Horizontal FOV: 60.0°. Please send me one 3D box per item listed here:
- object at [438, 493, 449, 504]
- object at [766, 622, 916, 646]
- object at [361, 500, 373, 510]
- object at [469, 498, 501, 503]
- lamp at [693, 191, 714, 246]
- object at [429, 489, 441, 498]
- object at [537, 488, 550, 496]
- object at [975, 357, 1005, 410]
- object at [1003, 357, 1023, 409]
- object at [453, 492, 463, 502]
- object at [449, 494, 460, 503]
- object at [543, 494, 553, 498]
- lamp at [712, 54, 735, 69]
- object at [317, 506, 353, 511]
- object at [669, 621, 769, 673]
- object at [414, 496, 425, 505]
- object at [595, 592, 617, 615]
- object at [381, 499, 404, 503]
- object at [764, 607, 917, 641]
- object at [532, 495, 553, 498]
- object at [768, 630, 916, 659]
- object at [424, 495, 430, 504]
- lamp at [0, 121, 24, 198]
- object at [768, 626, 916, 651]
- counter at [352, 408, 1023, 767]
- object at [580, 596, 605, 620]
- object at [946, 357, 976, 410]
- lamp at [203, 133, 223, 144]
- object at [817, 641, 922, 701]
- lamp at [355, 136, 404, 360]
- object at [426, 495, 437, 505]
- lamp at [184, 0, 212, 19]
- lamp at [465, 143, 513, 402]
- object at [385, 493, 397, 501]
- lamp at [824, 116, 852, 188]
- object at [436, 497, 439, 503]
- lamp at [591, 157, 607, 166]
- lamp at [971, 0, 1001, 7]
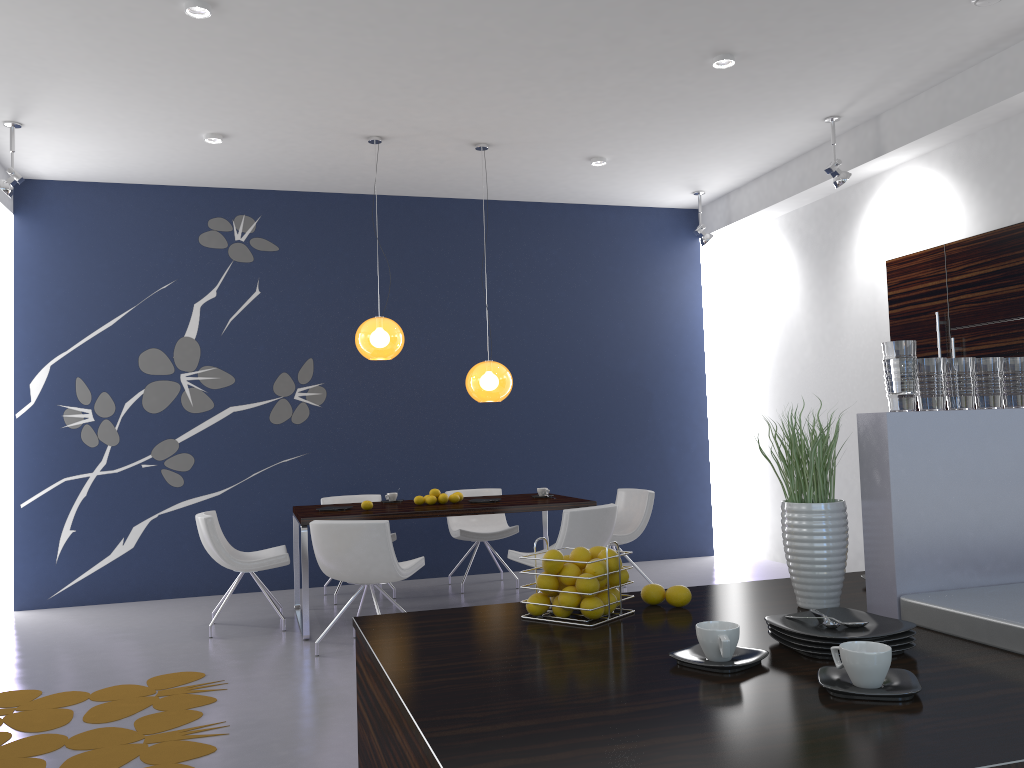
[{"bbox_3d":[-0.502,0.840,6.491,0.076,0.080,0.094,-1,-3,-15],"label":"object"},{"bbox_3d":[0.626,0.474,1.698,0.232,0.020,0.232,-1,-3,-13],"label":"object"},{"bbox_3d":[-1.006,0.844,6.163,0.083,0.068,0.070,-1,-3,-13],"label":"object"},{"bbox_3d":[-0.203,0.866,6.565,0.232,0.020,0.232,-3,-3,12],"label":"object"},{"bbox_3d":[1.806,-1.558,8.389,0.185,0.511,0.150,-1,-3,-17],"label":"lamp"},{"bbox_3d":[-0.565,0.803,6.513,0.083,0.068,0.070,-1,-3,-13],"label":"object"},{"bbox_3d":[0.244,0.834,6.827,0.101,0.064,0.081,-2,-3,9],"label":"object"},{"bbox_3d":[1.108,0.000,2.063,0.072,0.119,0.071,-3,-3,23],"label":"object"},{"bbox_3d":[1.185,-0.002,2.086,0.071,0.119,0.072,-4,-4,33],"label":"object"},{"bbox_3d":[-0.409,0.846,6.634,0.079,0.077,0.094,1,-4,-43],"label":"object"},{"bbox_3d":[-0.427,0.846,6.551,0.083,0.068,0.070,-1,-3,-13],"label":"object"},{"bbox_3d":[0.286,0.851,6.727,0.032,0.028,0.155,0,-4,-36],"label":"object"},{"bbox_3d":[1.280,-1.950,5.360,0.132,0.035,0.132,-3,-4,26],"label":"lamp"},{"bbox_3d":[-1.256,0.885,6.284,0.232,0.020,0.232,-3,-3,12],"label":"object"},{"bbox_3d":[0.375,0.473,1.612,0.153,0.069,0.153,1,-4,-43],"label":"object"},{"bbox_3d":[-0.676,0.851,6.481,0.083,0.068,0.070,-1,-3,-13],"label":"object"},{"bbox_3d":[0.211,0.503,2.033,0.061,0.053,0.053,-3,-4,26],"label":"object"},{"bbox_3d":[-0.921,0.904,6.832,0.154,0.020,0.154,-4,-4,28],"label":"object"},{"bbox_3d":[0.809,0.393,1.675,0.646,0.147,0.269,-2,-3,8],"label":"object"},{"bbox_3d":[0.235,0.866,6.827,0.154,0.020,0.154,-4,-4,29],"label":"object"},{"bbox_3d":[0.626,0.494,1.697,0.232,0.020,0.232,-1,-3,-8],"label":"object"},{"bbox_3d":[-0.613,0.852,6.544,0.083,0.068,0.070,-5,-4,42],"label":"object"},{"bbox_3d":[-3.422,-1.517,6.027,0.185,0.511,0.150,-1,-3,-17],"label":"lamp"},{"bbox_3d":[0.626,0.484,1.698,0.232,0.020,0.232,-1,-3,-8],"label":"object"},{"bbox_3d":[1.385,0.696,1.966,3.291,1.300,1.302,-1,-3,-17],"label":"counter"},{"bbox_3d":[0.179,0.501,1.982,0.053,0.053,0.061,-4,-4,28],"label":"object"},{"bbox_3d":[1.030,0.001,2.040,0.072,0.119,0.071,-3,-3,23],"label":"object"},{"bbox_3d":[-2.163,-1.776,6.417,0.132,0.035,0.132,-1,-3,-17],"label":"lamp"},{"bbox_3d":[0.569,0.456,1.422,0.153,0.069,0.153,-3,-3,17],"label":"object"},{"bbox_3d":[-0.990,-1.001,6.532,0.358,1.645,0.359,-2,-3,-6],"label":"lamp"},{"bbox_3d":[-0.589,0.847,6.463,0.083,0.068,0.070,-5,-4,42],"label":"object"},{"bbox_3d":[-1.595,-1.902,4.504,0.132,0.035,0.132,-3,-4,26],"label":"lamp"},{"bbox_3d":[-0.200,-0.849,6.759,0.359,1.974,0.358,-1,-3,-11],"label":"lamp"},{"bbox_3d":[-0.924,0.873,6.824,0.081,0.064,0.101,-2,-3,8],"label":"object"},{"bbox_3d":[2.374,-1.684,6.475,0.185,0.511,0.150,-1,-3,-17],"label":"lamp"},{"bbox_3d":[-0.534,0.849,6.568,0.081,0.071,0.069,1,-4,-39],"label":"object"},{"bbox_3d":[0.712,-1.823,7.273,0.132,0.035,0.132,-4,-4,30],"label":"lamp"},{"bbox_3d":[2.742,-1.800,4.621,0.605,0.511,0.171,-3,-3,15],"label":"lamp"}]
